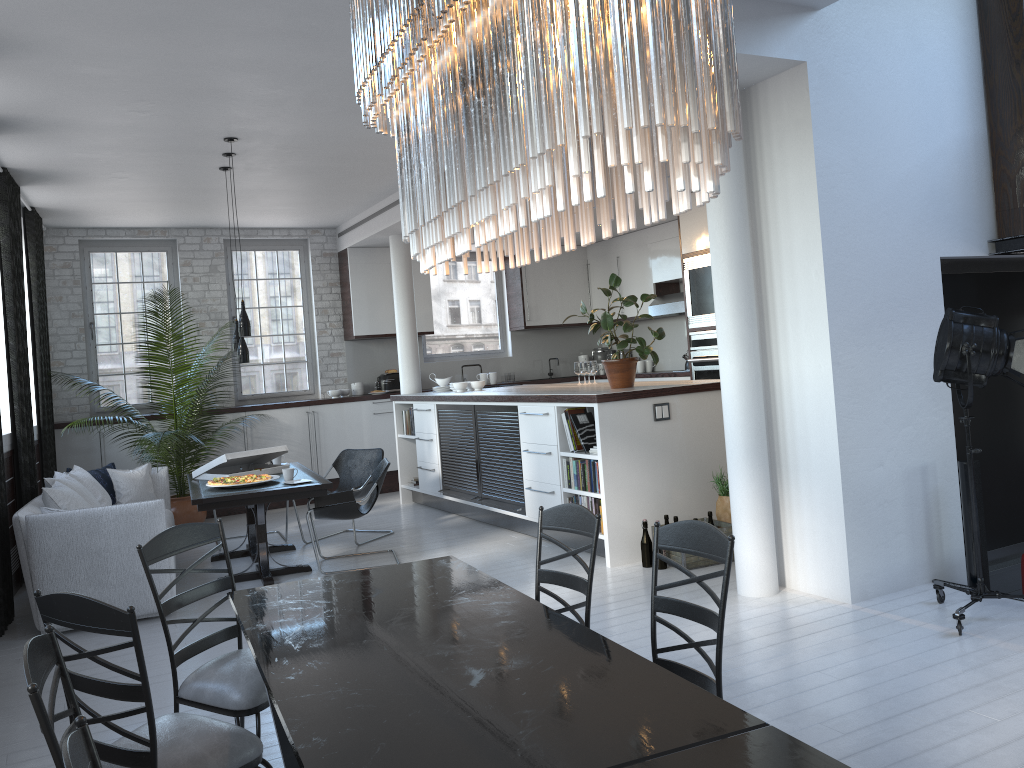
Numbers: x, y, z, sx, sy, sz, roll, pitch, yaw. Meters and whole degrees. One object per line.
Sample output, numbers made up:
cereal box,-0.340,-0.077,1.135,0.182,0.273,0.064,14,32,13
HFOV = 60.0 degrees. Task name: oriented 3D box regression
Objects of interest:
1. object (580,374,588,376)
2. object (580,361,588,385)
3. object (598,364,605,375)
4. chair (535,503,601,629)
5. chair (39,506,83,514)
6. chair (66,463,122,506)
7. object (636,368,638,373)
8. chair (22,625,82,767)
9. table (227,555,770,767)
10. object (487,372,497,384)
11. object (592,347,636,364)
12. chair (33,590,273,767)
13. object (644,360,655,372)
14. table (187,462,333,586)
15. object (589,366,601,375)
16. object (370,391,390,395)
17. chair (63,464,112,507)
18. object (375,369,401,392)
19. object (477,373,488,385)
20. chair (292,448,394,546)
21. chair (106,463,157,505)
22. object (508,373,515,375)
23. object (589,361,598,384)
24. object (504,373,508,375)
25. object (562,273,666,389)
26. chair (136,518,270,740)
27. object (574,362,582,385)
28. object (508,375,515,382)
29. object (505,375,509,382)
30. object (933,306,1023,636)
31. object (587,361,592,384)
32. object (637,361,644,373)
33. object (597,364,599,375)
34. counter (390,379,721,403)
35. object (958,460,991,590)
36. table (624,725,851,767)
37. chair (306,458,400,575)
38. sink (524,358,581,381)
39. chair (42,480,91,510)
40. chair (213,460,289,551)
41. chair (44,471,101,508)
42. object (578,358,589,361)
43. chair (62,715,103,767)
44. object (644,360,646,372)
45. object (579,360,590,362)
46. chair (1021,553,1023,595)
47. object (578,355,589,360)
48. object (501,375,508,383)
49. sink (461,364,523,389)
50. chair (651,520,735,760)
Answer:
object,1.037,-0.148,12.494,0.153,0.055,0.153,-4,1,16
object,0.682,-0.101,8.353,0.083,0.223,0.082,-4,-1,-36
object,1.248,-0.206,12.222,0.109,0.152,0.138,-4,0,-28
chair,0.052,0.921,2.982,0.504,0.965,0.495,-4,0,-27
chair,-2.810,0.968,5.689,0.467,0.395,0.234,-4,0,31
chair,-3.547,0.919,7.495,0.333,0.499,0.624,-4,1,13
object,1.639,-0.225,11.782,0.138,0.152,0.109,-4,0,-5
chair,-0.770,1.010,1.982,0.504,0.965,0.495,-4,0,-23
table,-0.241,1.079,2.545,0.892,0.697,1.994,-5,1,-23
object,-0.248,-0.072,11.464,0.109,0.152,0.138,-4,0,23
object,1.441,-0.335,12.301,0.243,0.374,0.873,-4,1,-31
chair,-1.020,1.015,2.543,0.495,0.965,0.504,-5,0,30
object,1.822,-0.238,11.731,0.138,0.152,0.109,-4,0,-20
table,-2.050,1.101,7.088,0.960,0.703,1.916,-5,1,-21
object,1.110,-0.196,12.245,0.135,0.152,0.250,-4,1,-26
object,-1.618,0.112,10.789,0.262,0.028,0.261,-6,2,-40
chair,-3.400,0.884,7.071,0.375,0.465,0.565,-4,0,-20
object,-1.517,-0.036,11.101,0.414,0.291,0.278,-5,0,-27
object,-0.373,-0.063,11.490,0.138,0.152,0.109,-5,0,-32
chair,-1.493,1.002,7.919,0.670,0.778,0.665,-4,0,28
chair,-3.282,0.919,7.704,0.219,0.438,0.458,-5,0,32
object,-0.006,-0.100,11.780,0.094,0.098,0.094,-4,0,-11
object,0.775,-0.109,8.373,0.083,0.223,0.082,-4,-1,-33
object,-0.054,-0.098,11.873,0.094,0.098,0.094,-5,0,-44
object,0.800,-0.411,6.870,0.774,0.891,0.437,-4,0,30
chair,-0.989,0.995,3.237,0.503,0.965,0.497,-5,0,26
object,0.635,-0.100,8.445,0.082,0.223,0.082,-4,-1,10
object,-0.004,-0.070,11.780,0.094,0.098,0.094,-4,0,-11
object,-0.051,-0.068,11.872,0.094,0.098,0.094,-5,0,-44
object,2.395,0.390,4.443,0.544,1.579,0.611,-5,-1,17
object,0.731,-0.107,8.454,0.083,0.223,0.082,-4,-1,-37
object,1.690,-0.227,11.687,0.109,0.152,0.138,-4,0,-13
object,1.201,-0.206,12.357,0.109,0.152,0.138,-4,0,26
counter,0.252,0.072,8.293,1.448,0.061,4.196,-5,2,-27
object,2.671,1.054,5.103,0.157,1.221,0.158,-5,-1,43
table,0.531,1.066,0.700,0.892,0.697,1.994,-5,1,-23
chair,-1.256,1.010,6.901,0.665,0.778,0.670,-4,0,-12
sink,0.549,-0.145,12.077,0.917,0.413,0.433,-5,1,-28
chair,-3.058,0.894,6.176,0.360,0.436,0.529,-4,0,-20
chair,-2.432,1.069,8.156,0.671,0.778,0.664,-4,0,-22
chair,-3.230,0.903,6.616,0.392,0.506,0.596,-4,0,-21
object,1.015,-0.340,12.491,0.153,0.067,0.153,-4,1,19
chair,-0.399,0.990,1.404,0.504,0.956,0.490,-4,0,-28
object,1.750,-0.236,11.844,0.138,0.152,0.109,-4,0,34
object,1.018,-0.310,12.493,0.153,0.076,0.154,-5,1,-6
chair,3.234,1.279,4.763,0.829,0.711,0.832,-4,1,42
object,1.010,-0.371,12.494,0.153,0.070,0.153,-4,1,19
object,-0.099,-0.061,11.735,0.094,0.098,0.094,-5,0,-44
sink,-0.289,0.027,9.998,0.649,0.519,0.546,-5,0,-27
chair,0.379,0.908,2.520,0.504,0.965,0.495,-4,0,-22
